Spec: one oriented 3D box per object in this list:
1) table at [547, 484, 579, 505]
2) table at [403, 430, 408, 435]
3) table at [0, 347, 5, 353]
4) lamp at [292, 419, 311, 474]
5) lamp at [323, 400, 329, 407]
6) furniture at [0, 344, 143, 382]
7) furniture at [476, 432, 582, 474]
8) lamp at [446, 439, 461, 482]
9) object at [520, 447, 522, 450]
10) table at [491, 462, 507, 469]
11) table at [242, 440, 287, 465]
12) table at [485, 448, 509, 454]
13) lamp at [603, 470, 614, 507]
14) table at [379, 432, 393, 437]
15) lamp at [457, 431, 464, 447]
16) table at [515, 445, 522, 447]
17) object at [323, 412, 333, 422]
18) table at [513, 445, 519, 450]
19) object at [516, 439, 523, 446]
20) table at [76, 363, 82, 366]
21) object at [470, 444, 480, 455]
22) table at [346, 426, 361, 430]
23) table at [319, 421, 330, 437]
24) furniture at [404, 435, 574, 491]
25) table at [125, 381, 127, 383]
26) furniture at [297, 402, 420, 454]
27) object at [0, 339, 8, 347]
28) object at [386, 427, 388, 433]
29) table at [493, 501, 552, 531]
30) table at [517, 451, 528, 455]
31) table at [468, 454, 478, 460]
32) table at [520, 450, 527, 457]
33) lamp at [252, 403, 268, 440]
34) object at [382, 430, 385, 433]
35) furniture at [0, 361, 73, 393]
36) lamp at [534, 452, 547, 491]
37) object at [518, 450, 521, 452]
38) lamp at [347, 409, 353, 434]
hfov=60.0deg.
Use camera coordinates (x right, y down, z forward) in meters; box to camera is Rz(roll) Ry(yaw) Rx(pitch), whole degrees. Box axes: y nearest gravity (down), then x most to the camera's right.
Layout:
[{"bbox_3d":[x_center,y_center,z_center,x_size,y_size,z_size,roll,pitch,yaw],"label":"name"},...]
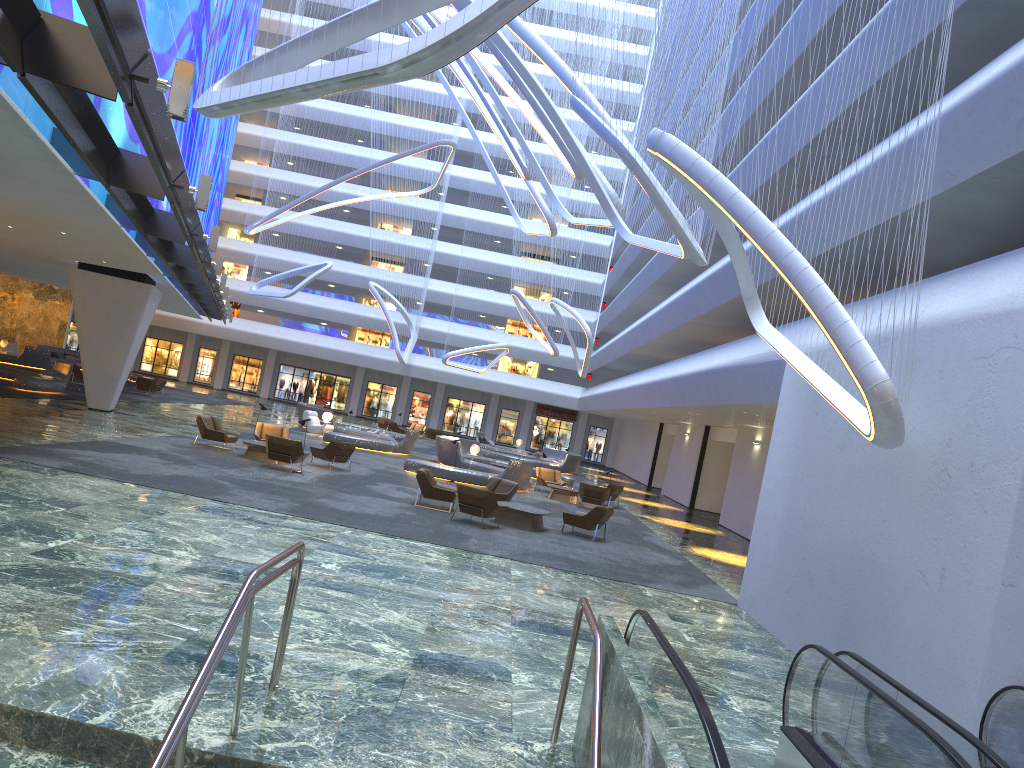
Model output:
[{"bbox_3d":[1.636,3.432,27.595,1.203,0.392,1.203,11,-2,0],"label":"table"},{"bbox_3d":[-5.943,2.557,46.652,1.199,0.392,1.207,10,-2,36],"label":"table"},{"bbox_3d":[-25.174,-1.524,43.659,0.418,0.595,0.428,11,-1,-1],"label":"table"},{"bbox_3d":[-4.912,1.421,20.612,0.383,1.300,0.202,11,0,17],"label":"lamp"},{"bbox_3d":[-8.297,1.365,38.967,0.384,1.300,0.202,11,0,-7],"label":"lamp"},{"bbox_3d":[-23.585,-1.349,45.447,5.176,0.969,9.950,11,-2,17],"label":"furniture"},{"bbox_3d":[0.685,3.546,45.973,5.187,0.969,9.927,11,-2,-3],"label":"furniture"},{"bbox_3d":[-1.753,2.250,26.318,0.383,1.300,0.202,11,0,17],"label":"lamp"},{"bbox_3d":[0.488,3.576,48.582,0.131,0.252,0.103,11,0,-17],"label":"object"},{"bbox_3d":[-0.244,3.236,32.916,1.203,0.392,1.204,11,-2,0],"label":"table"},{"bbox_3d":[-6.062,1.694,21.953,1.203,0.392,1.204,11,-2,0],"label":"table"},{"bbox_3d":[-0.779,3.509,44.134,1.203,0.392,1.204,11,-2,0],"label":"table"},{"bbox_3d":[2.787,3.160,26.254,0.383,1.300,0.202,11,0,17],"label":"lamp"},{"bbox_3d":[-5.514,2.385,39.071,0.676,0.406,0.669,12,-2,-38],"label":"table"},{"bbox_3d":[-2.106,2.459,34.560,0.383,1.300,0.202,11,0,17],"label":"lamp"},{"bbox_3d":[0.301,3.858,51.158,0.419,0.595,0.426,12,-1,-26],"label":"table"},{"bbox_3d":[-7.151,1.280,34.357,0.367,0.387,0.317,12,-1,-18],"label":"object"},{"bbox_3d":[0.276,3.801,49.890,0.426,0.595,0.419,11,-1,44],"label":"table"},{"bbox_3d":[0.422,3.383,51.203,0.367,0.387,0.317,12,-1,-18],"label":"object"},{"bbox_3d":[-23.050,-0.850,47.579,0.671,0.406,0.673,10,-2,44],"label":"table"},{"bbox_3d":[-1.334,2.366,31.902,0.366,0.387,0.318,11,-1,7],"label":"object"},{"bbox_3d":[-6.974,2.082,38.789,0.672,0.406,0.672,11,-1,19],"label":"table"},{"bbox_3d":[-7.273,1.755,34.312,0.419,0.595,0.426,12,-1,-26],"label":"table"},{"bbox_3d":[-1.050,2.687,30.933,5.176,0.969,9.950,11,-2,17],"label":"furniture"},{"bbox_3d":[-17.504,-0.037,38.662,1.207,0.392,1.199,13,-2,-35],"label":"table"},{"bbox_3d":[-6.550,1.773,36.599,5.190,0.969,9.922,12,-2,-8],"label":"furniture"},{"bbox_3d":[-25.036,-1.996,43.689,0.366,0.387,0.318,11,-1,7],"label":"object"},{"bbox_3d":[-5.524,1.999,39.180,0.066,0.356,0.076,11,0,-33],"label":"object"},{"bbox_3d":[0.184,2.851,19.084,1.201,0.392,1.206,11,-2,18],"label":"table"},{"bbox_3d":[0.513,3.917,48.516,0.671,0.406,0.673,11,-1,-4],"label":"table"},{"bbox_3d":[-1.471,2.838,31.872,0.418,0.595,0.428,11,-1,-1],"label":"table"},{"bbox_3d":[0.488,3.682,45.124,0.418,0.595,0.427,11,-1,-4],"label":"table"},{"bbox_3d":[-6.753,1.152,23.570,0.201,1.300,0.385,11,0,17],"label":"lamp"},{"bbox_3d":[-5.668,2.088,39.089,0.071,0.118,0.151,11,-1,10],"label":"object"},{"bbox_3d":[-19.671,-1.086,30.036,9.908,0.969,5.197,11,-2,17],"label":"furniture"},{"bbox_3d":[0.945,2.890,29.212,0.201,1.300,0.385,11,0,17],"label":"lamp"},{"bbox_3d":[0.501,3.692,48.621,0.381,0.038,0.381,12,-2,-8],"label":"object"},{"bbox_3d":[-6.254,1.604,33.924,0.202,1.300,0.383,11,0,-24],"label":"lamp"}]
